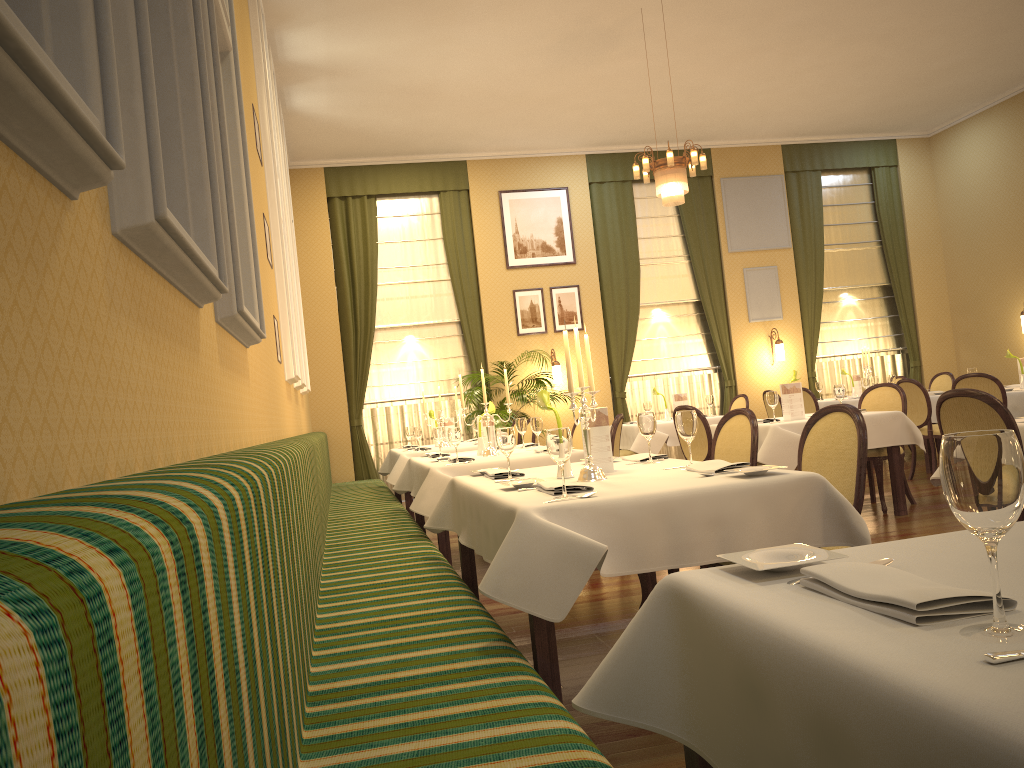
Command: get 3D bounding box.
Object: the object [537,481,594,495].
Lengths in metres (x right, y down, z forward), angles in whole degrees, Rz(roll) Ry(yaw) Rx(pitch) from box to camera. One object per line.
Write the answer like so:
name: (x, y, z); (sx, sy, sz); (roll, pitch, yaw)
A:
object: (0.185, 0.366, 3.152); (0.142, 0.033, 0.273); (-6, -2, -11)

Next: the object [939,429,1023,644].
object: (0.544, 0.170, 1.010); (0.088, 0.229, 0.088); (-7, -2, 37)

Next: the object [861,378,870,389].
object: (3.943, 0.046, 9.872); (0.088, 0.229, 0.088); (-7, -2, 37)

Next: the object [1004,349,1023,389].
object: (4.540, -0.141, 7.975); (0.163, 0.375, 0.076); (-6, -2, 11)

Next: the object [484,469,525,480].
object: (-0.037, 0.414, 4.096); (0.142, 0.033, 0.273); (-6, -2, -11)

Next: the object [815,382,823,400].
object: (3.760, 0.091, 10.835); (0.088, 0.229, 0.088); (-7, -2, 37)

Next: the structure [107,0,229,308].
structure: (-0.940, -1.769, 1.992); (0.200, 3.103, 0.956); (-6, -2, -11)

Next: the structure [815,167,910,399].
structure: (4.946, -1.371, 12.994); (1.898, 4.511, 0.137); (-6, -2, -11)

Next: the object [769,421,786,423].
object: (1.964, 0.275, 6.462); (0.185, 0.010, 0.017); (-6, -2, -10)

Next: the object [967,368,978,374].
object: (4.272, -0.033, 8.213); (0.088, 0.229, 0.088); (-7, -2, 37)

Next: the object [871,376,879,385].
object: (4.469, 0.018, 10.906); (0.088, 0.229, 0.088); (-7, -2, 37)

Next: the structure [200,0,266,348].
structure: (-1.183, -1.710, 3.239); (0.200, 3.103, 0.956); (-6, -2, -11)

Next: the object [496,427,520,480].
object: (-0.019, 0.306, 3.895); (0.088, 0.229, 0.088); (-7, -2, 37)

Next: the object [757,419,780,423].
object: (1.911, 0.279, 6.746); (0.142, 0.033, 0.273); (-6, -2, -11)

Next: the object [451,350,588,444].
object: (0.011, 0.472, 11.139); (1.496, 1.807, 1.552); (-5, -2, -31)

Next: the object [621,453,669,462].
object: (0.633, 0.351, 4.243); (0.142, 0.024, 0.273); (-6, -2, -11)

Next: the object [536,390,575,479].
object: (0.182, 0.206, 3.713); (0.076, 0.375, 0.163); (-5, -2, -29)

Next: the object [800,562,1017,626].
object: (0.526, 0.278, 1.211); (0.142, 0.033, 0.273); (-6, -2, -11)

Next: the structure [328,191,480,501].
structure: (-1.320, -0.741, 11.747); (1.942, 4.511, 0.123); (-6, -2, -11)

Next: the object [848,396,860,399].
object: (3.964, 0.151, 10.092); (0.142, 0.033, 0.273); (-6, -2, -11)

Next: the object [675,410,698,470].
object: (0.695, 0.220, 3.487); (0.088, 0.229, 0.088); (-7, -2, 37)

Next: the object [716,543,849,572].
object: (0.445, 0.296, 1.469); (0.160, 0.024, 0.160); (-6, -2, -11)

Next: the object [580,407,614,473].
object: (0.385, 0.237, 3.731); (0.166, 0.277, 0.081); (-5, -2, -40)

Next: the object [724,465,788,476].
object: (0.820, 0.297, 2.987); (0.160, 0.024, 0.160); (-6, -2, -11)

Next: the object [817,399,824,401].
object: (3.743, 0.199, 11.035); (0.142, 0.033, 0.273); (-6, -2, -11)

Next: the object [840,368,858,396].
object: (4.028, -0.017, 10.597); (0.163, 0.375, 0.076); (-6, -2, 11)

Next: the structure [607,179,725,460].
structure: (2.099, -1.085, 12.424); (1.900, 4.511, 0.134); (-6, -2, -11)

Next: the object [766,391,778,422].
object: (1.928, 0.171, 6.545); (0.088, 0.229, 0.088); (-7, -2, 31)

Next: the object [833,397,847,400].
object: (3.823, 0.176, 10.371); (0.160, 0.024, 0.160); (-6, -2, -11)

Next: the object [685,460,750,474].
object: (0.764, 0.309, 3.302); (0.142, 0.033, 0.273); (-6, -2, -11)

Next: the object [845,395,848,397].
object: (4.208, 0.159, 11.249); (0.160, 0.024, 0.160); (-6, -2, -11)

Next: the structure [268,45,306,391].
structure: (-2.074, -1.435, 7.834); (0.200, 2.985, 0.661); (-6, -2, -11)

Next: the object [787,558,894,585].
object: (0.510, 0.291, 1.377); (0.181, 0.015, 0.038); (-6, -2, -10)

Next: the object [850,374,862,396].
object: (4.165, 0.022, 10.671); (0.166, 0.277, 0.081); (-5, -2, -40)

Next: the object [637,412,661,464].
object: (0.611, 0.241, 3.970); (0.088, 0.229, 0.088); (-7, -2, 37)

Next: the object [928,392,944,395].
object: (4.173, 0.094, 8.672); (0.160, 0.024, 0.160); (-6, -2, -11)

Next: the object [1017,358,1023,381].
object: (4.676, -0.102, 8.049); (0.166, 0.277, 0.081); (-5, -2, -40)

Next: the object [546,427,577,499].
object: (0.164, 0.261, 2.933); (0.088, 0.229, 0.088); (-7, -2, 37)

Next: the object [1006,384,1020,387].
object: (4.924, 0.013, 8.560); (0.142, 0.024, 0.273); (-6, -2, -11)

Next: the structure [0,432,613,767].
structure: (-0.703, 0.749, 4.201); (0.850, 1.031, 14.516); (-6, -2, -11)

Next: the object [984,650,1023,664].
object: (0.579, 0.274, 0.926); (0.185, 0.010, 0.017); (-6, -2, -10)

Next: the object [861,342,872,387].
object: (4.188, -0.175, 10.445); (0.131, 0.655, 0.390); (-8, -2, 45)

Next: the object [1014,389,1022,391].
object: (4.404, 0.048, 7.635); (0.185, 0.010, 0.017); (-6, -2, -10)

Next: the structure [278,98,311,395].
structure: (-2.317, -1.376, 9.079); (0.200, 2.985, 0.670); (-6, -2, -11)

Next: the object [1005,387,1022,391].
object: (4.335, 0.052, 7.749); (0.160, 0.024, 0.160); (-6, -2, -11)

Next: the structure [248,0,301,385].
structure: (-1.845, -1.490, 6.661); (0.200, 2.985, 0.687); (-6, -2, -11)

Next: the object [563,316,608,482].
object: (0.278, 0.053, 3.461); (0.131, 0.655, 0.390); (-6, -2, 8)

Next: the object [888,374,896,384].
object: (4.474, 0.005, 10.426); (0.088, 0.229, 0.088); (-7, -2, 37)

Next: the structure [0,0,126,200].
structure: (-0.714, -1.824, 0.832); (0.200, 3.103, 0.956); (-6, -2, -11)
